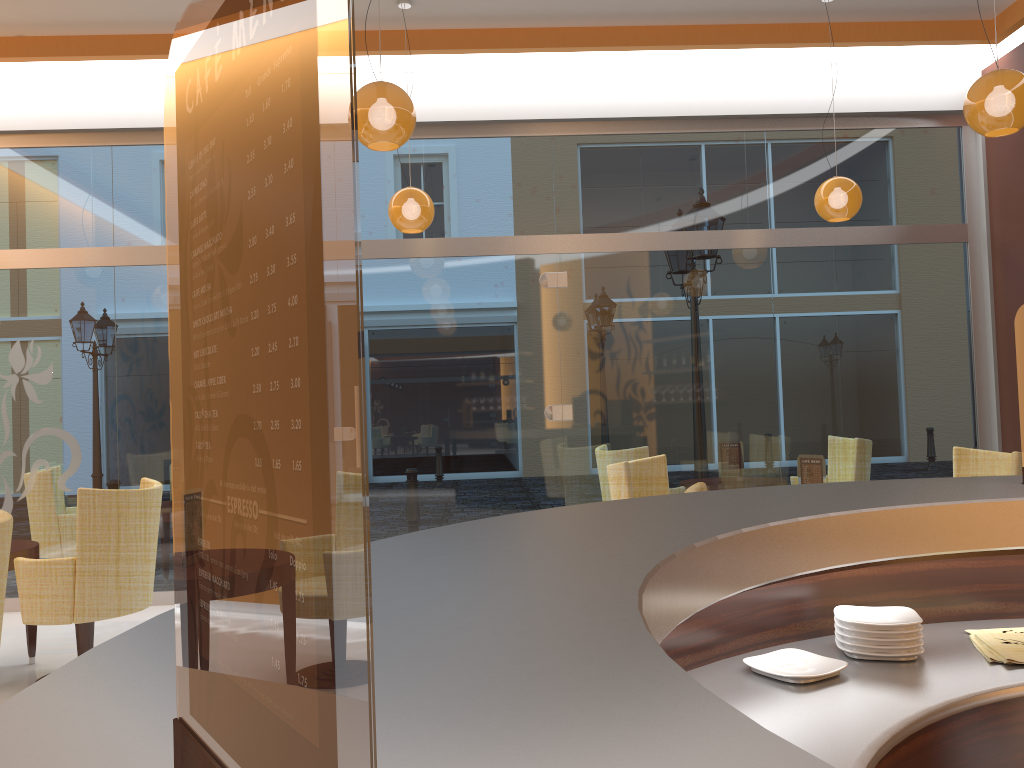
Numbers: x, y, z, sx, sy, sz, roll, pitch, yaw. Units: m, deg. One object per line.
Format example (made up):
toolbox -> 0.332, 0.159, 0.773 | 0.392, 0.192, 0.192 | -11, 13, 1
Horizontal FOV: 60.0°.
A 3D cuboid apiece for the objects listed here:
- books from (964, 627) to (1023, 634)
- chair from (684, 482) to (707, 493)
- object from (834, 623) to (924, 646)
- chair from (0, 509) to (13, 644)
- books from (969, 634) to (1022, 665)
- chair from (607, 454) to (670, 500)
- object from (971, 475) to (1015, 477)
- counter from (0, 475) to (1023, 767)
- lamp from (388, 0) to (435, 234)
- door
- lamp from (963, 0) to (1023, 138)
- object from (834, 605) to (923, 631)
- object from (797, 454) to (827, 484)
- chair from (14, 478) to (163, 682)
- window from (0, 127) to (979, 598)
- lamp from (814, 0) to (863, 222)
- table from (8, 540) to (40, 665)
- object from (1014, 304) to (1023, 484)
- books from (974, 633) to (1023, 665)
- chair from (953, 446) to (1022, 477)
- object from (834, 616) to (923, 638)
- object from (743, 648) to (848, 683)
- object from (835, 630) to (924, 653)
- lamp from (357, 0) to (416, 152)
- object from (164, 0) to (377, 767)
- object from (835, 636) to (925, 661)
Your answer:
books -> 1.024, 0.498, 1.733 | 0.193, 0.009, 0.189 | -2, -2, -3
chair -> 0.979, 0.863, 3.083 | 0.685, 1.017, 0.729 | -1, -2, -24
object -> 0.699, 0.476, 1.695 | 0.153, 0.020, 0.153 | -3, -2, 15
chair -> -2.142, 0.976, 3.114 | 0.685, 1.017, 0.729 | -2, -2, -6
books -> 0.974, 0.497, 1.659 | 0.187, 0.011, 0.189 | -3, -2, 17
chair -> 0.916, 0.936, 5.139 | 0.685, 1.017, 0.729 | -3, -2, 29
object -> 1.769, 0.501, 3.231 | 0.209, 0.335, 0.042 | -2, -2, 11
counter -> 0.600, 0.771, 1.232 | 1.586, 1.100, 2.917 | -4, -3, 42
lamp -> -0.671, -1.732, 5.737 | 0.299, 1.500, 0.299 | -1, -2, -28
door -> -0.440, 0.293, 6.624 | 1.640, 2.499, 0.020 | -2, -2, -2
lamp -> 2.201, -1.892, 4.061 | 0.299, 1.500, 0.299 | -1, -2, -24
object -> 0.698, 0.449, 1.696 | 0.153, 0.020, 0.153 | -3, -2, 15
object -> 1.683, 0.564, 4.973 | 0.042, 0.335, 0.209 | -1, -2, -27
chair -> -2.208, 1.032, 4.672 | 0.685, 1.017, 0.729 | -2, -2, 1
window -> -0.458, -0.206, 6.641 | 8.200, 3.380, 0.040 | -2, -2, -2
lamp -> 2.125, -1.828, 5.859 | 0.299, 1.500, 0.299 | -1, -2, -35
table -> -2.997, 1.231, 4.708 | 0.872, 0.679, 0.874 | -4, -3, 44
object -> 1.277, 0.015, 1.990 | 0.258, 0.414, 0.052 | -2, -2, 11
books -> 0.986, 0.493, 1.648 | 0.185, 0.016, 0.188 | -2, -2, 13
chair -> 2.492, 0.870, 4.876 | 0.685, 1.017, 0.729 | -2, -2, 1
object -> 0.699, 0.462, 1.696 | 0.153, 0.020, 0.153 | -3, -2, 15
object -> 0.507, 0.507, 1.589 | 0.153, 0.020, 0.153 | -1, -2, -31
object -> 0.700, 0.490, 1.695 | 0.153, 0.020, 0.153 | -3, -2, 15
lamp -> -0.595, -1.796, 3.940 | 0.299, 1.500, 0.299 | -2, -2, 8
object -> -0.119, 0.010, 0.388 | 0.052, 0.414, 0.258 | -1, -2, -34
object -> 0.700, 0.503, 1.694 | 0.153, 0.020, 0.153 | -3, -2, 15
